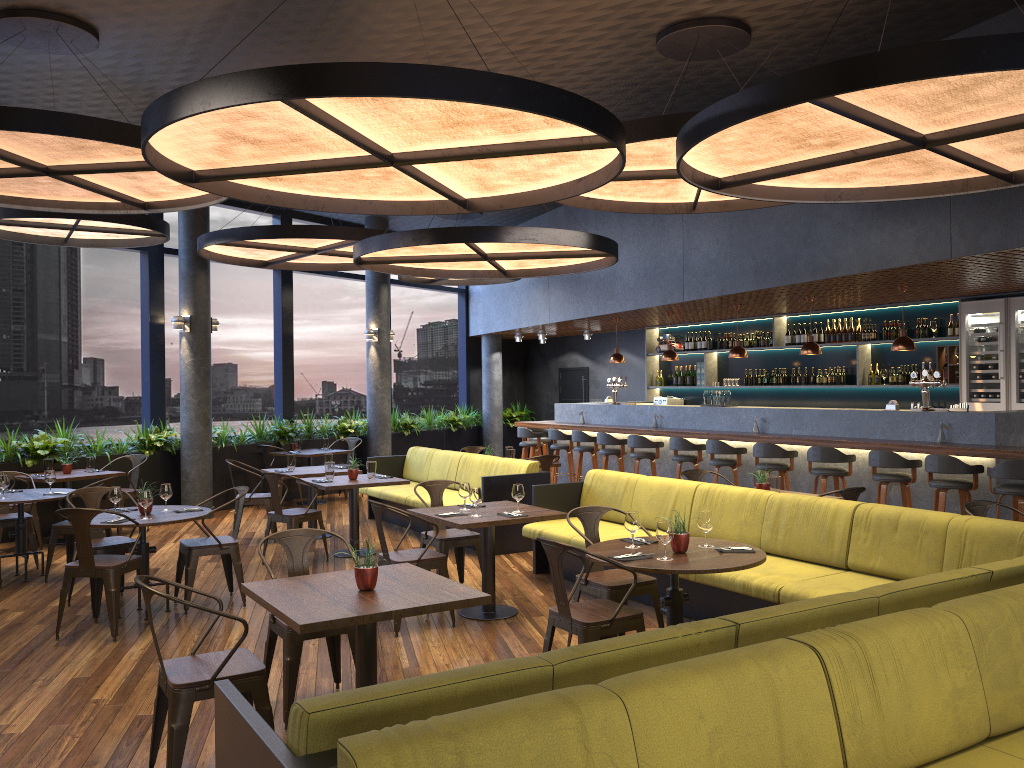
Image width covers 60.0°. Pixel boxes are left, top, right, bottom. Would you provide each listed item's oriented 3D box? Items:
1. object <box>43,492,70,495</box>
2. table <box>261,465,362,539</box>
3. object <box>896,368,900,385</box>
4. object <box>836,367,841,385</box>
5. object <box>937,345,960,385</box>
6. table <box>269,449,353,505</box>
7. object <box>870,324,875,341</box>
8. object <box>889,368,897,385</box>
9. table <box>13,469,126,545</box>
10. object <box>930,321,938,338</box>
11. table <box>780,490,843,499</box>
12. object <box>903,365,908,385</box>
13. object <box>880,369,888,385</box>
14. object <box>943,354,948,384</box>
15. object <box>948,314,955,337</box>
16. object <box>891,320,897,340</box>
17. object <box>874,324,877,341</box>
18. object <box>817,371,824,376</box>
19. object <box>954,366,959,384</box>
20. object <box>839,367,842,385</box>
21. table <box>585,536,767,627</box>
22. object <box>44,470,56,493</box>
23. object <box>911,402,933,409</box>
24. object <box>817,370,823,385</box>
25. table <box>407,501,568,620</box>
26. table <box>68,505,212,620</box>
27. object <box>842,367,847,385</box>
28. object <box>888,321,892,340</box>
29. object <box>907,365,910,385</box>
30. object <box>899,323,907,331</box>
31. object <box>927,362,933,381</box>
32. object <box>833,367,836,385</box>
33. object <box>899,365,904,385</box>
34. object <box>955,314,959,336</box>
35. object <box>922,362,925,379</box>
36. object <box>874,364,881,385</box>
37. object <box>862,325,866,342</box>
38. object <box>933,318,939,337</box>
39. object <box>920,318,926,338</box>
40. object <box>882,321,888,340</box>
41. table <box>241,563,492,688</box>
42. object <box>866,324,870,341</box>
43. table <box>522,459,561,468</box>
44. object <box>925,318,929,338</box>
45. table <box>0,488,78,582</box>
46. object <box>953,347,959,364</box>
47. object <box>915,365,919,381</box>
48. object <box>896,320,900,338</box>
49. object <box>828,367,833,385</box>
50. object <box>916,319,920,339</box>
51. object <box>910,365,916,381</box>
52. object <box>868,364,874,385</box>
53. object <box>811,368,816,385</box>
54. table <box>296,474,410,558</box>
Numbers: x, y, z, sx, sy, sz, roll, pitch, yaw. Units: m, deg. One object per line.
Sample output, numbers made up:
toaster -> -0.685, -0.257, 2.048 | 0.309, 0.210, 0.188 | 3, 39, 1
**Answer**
object -> -4.176, 1.000, 8.112 | 0.255, 0.019, 0.157 | -1, 0, 0
table -> -2.311, 1.370, 10.211 | 0.906, 0.763, 0.887 | -1, 0, -31
object -> 5.012, -0.100, 11.480 | 0.088, 0.224, 0.088 | -1, 0, -37
object -> 4.476, -0.108, 12.164 | 0.063, 0.254, 0.063 | -1, 0, -24
object -> 5.357, -0.231, 10.794 | 0.161, 0.475, 0.300 | -1, 0, -32
table -> -2.992, 1.381, 13.150 | 0.887, 0.763, 0.906 | -1, 0, 33
object -> 4.751, -0.677, 11.698 | 0.056, 0.227, 0.056 | -1, 0, -44
object -> 4.911, -0.099, 11.436 | 0.088, 0.224, 0.088 | -1, 0, 28
table -> -5.051, 1.401, 10.058 | 0.887, 0.763, 0.906 | -1, 0, 33
object -> 5.216, -0.673, 10.966 | 0.097, 0.206, 0.097 | -1, 0, 27
table -> 2.105, 1.318, 7.399 | 0.887, 0.763, 0.906 | -1, 0, -31
object -> 5.034, -0.115, 11.356 | 0.063, 0.254, 0.063 | -1, 0, -3
object -> 4.859, -0.089, 11.571 | 0.097, 0.206, 0.097 | -1, 0, 27
object -> 5.322, -0.185, 10.856 | 0.091, 0.369, 0.092 | -1, 0, 28
object -> 5.366, -0.711, 10.826 | 0.079, 0.281, 0.079 | -1, 0, -23
object -> 4.916, -0.693, 11.419 | 0.063, 0.254, 0.063 | -1, 0, 31
object -> 4.802, -0.677, 11.731 | 0.056, 0.227, 0.056 | -1, 0, -29
object -> 4.386, -0.083, 12.595 | 0.097, 0.206, 0.097 | -1, 0, 0
object -> 5.399, -0.109, 10.732 | 0.097, 0.206, 0.097 | -1, 0, 9
object -> 4.559, -0.109, 12.327 | 0.063, 0.254, 0.063 | -1, 0, -4
table -> 0.925, 1.328, 5.032 | 1.007, 0.760, 1.007 | -1, 0, 6
object -> -4.291, 0.908, 8.244 | 0.097, 0.206, 0.097 | -1, 0, -27
object -> 5.185, 0.477, 11.170 | 0.204, 0.492, 0.310 | -1, 0, -31
object -> 4.331, -0.091, 12.473 | 0.088, 0.224, 0.088 | -1, 0, 28
table -> -0.194, 1.343, 6.700 | 0.906, 0.763, 0.887 | -1, 0, -31
table -> -2.813, 1.372, 6.757 | 1.007, 0.760, 1.007 | -1, 0, -44
object -> 4.573, -0.109, 12.212 | 0.063, 0.254, 0.063 | -1, 0, 31
object -> 4.935, -0.693, 11.566 | 0.063, 0.254, 0.063 | -1, 0, 21
object -> 5.101, -0.116, 11.407 | 0.063, 0.254, 0.063 | -1, 0, 22
object -> 4.985, -0.670, 11.316 | 0.097, 0.206, 0.097 | -1, 0, 27
object -> 5.225, -0.132, 11.072 | 0.079, 0.281, 0.079 | -1, 0, -38
object -> 4.479, -0.108, 12.299 | 0.063, 0.254, 0.063 | -1, 0, -3
object -> 4.969, -0.114, 11.309 | 0.063, 0.254, 0.063 | -1, 0, -28
object -> 5.415, -0.712, 10.745 | 0.079, 0.281, 0.079 | -1, 0, 27
object -> 5.176, -0.132, 11.152 | 0.079, 0.281, 0.079 | -1, 0, 32
object -> 4.829, -0.126, 11.723 | 0.079, 0.281, 0.079 | -1, 0, 37
object -> 4.687, -0.676, 11.803 | 0.056, 0.227, 0.056 | -1, 0, 21
object -> 5.294, -0.697, 11.078 | 0.063, 0.254, 0.063 | -1, 0, -23
object -> 5.117, -0.695, 11.050 | 0.063, 0.254, 0.063 | -1, 0, -3
object -> 4.847, -0.692, 11.519 | 0.063, 0.254, 0.063 | -1, 0, -34
table -> -0.703, 1.346, 4.172 | 0.887, 0.763, 0.906 | -1, 0, -31
object -> 4.719, -0.676, 11.751 | 0.056, 0.227, 0.056 | -1, 0, 36
table -> -0.021, 1.345, 10.839 | 0.906, 0.763, 0.887 | -1, 0, -31
object -> 5.196, -0.696, 11.115 | 0.063, 0.254, 0.063 | -1, 0, 22
table -> -4.485, 1.392, 8.102 | 1.007, 0.760, 1.007 | -1, 0, -38
object -> 5.396, -0.343, 10.732 | 0.097, 0.206, 0.097 | -1, 0, 9
object -> 5.145, -0.116, 11.285 | 0.063, 0.254, 0.063 | -1, 0, -23
object -> 4.996, -0.694, 11.469 | 0.063, 0.254, 0.063 | -1, 0, -44
object -> 4.397, -0.107, 12.248 | 0.063, 0.254, 0.063 | -1, 0, -38
object -> 5.120, -0.695, 11.162 | 0.063, 0.254, 0.063 | -1, 0, 11
object -> 5.078, -0.116, 11.235 | 0.063, 0.254, 0.063 | -1, 0, 22
object -> 4.781, -0.126, 11.802 | 0.079, 0.281, 0.079 | -1, 0, -28
object -> 4.305, -0.106, 12.678 | 0.063, 0.254, 0.063 | -1, 0, 17
table -> -1.637, 1.362, 9.104 | 0.887, 0.763, 0.906 | -1, 0, -31
